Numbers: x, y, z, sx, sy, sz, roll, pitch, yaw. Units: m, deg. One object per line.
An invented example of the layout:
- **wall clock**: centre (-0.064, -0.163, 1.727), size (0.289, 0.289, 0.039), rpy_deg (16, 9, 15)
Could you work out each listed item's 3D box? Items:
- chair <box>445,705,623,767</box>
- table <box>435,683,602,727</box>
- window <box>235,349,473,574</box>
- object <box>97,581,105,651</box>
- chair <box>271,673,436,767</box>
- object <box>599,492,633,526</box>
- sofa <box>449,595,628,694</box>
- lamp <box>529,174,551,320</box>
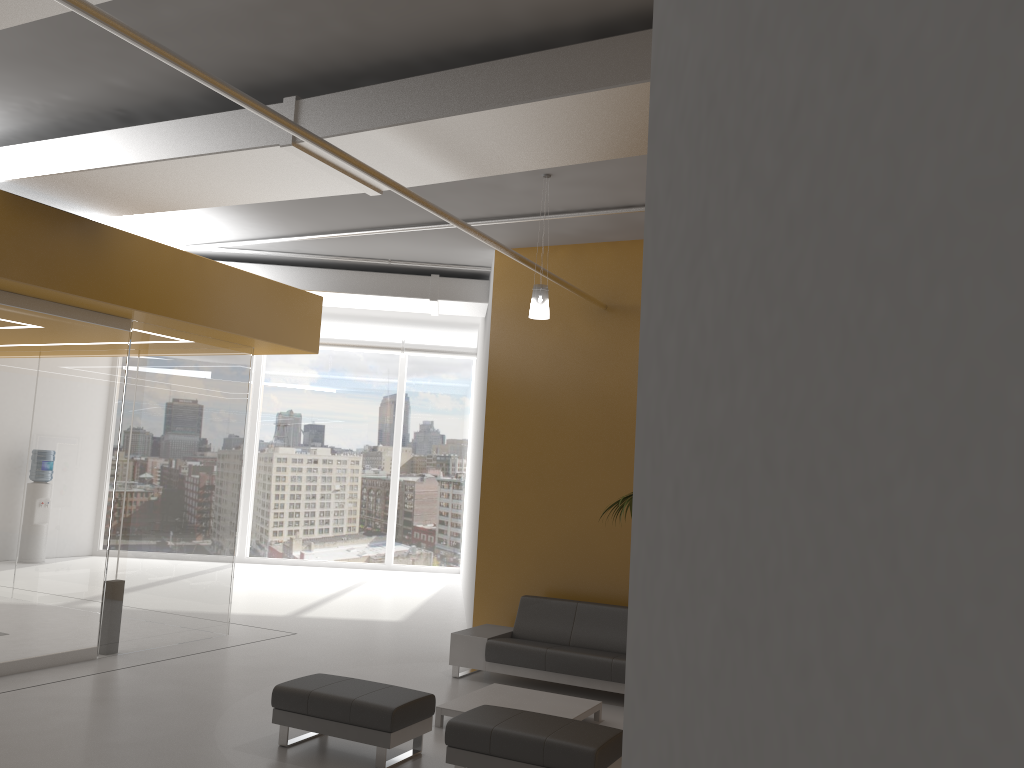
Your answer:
- **chair**: centre (0.144, 2.332, 5.545), size (1.012, 0.423, 0.575), rpy_deg (0, -7, 26)
- **table**: centre (0.074, 2.629, 7.073), size (1.000, 0.150, 1.000), rpy_deg (0, -7, 26)
- **window**: centre (-3.727, 1.354, 17.654), size (8.533, 4.498, 0.100), rpy_deg (4, -6, -4)
- **object**: centre (-3.970, 2.298, 8.760), size (0.124, 0.706, 0.152), rpy_deg (1, -7, 21)
- **chair**: centre (-1.111, 2.329, 6.183), size (1.012, 0.423, 0.575), rpy_deg (0, -7, 26)
- **object**: centre (1.086, 1.685, 6.212), size (0.912, 1.956, 1.222), rpy_deg (6, -7, -23)
- **sofa**: centre (0.648, 2.492, 8.363), size (2.400, 0.761, 0.860), rpy_deg (0, -7, 26)
- **lamp**: centre (0.261, -1.160, 7.452), size (0.174, 1.227, 0.174), rpy_deg (6, -7, -22)
